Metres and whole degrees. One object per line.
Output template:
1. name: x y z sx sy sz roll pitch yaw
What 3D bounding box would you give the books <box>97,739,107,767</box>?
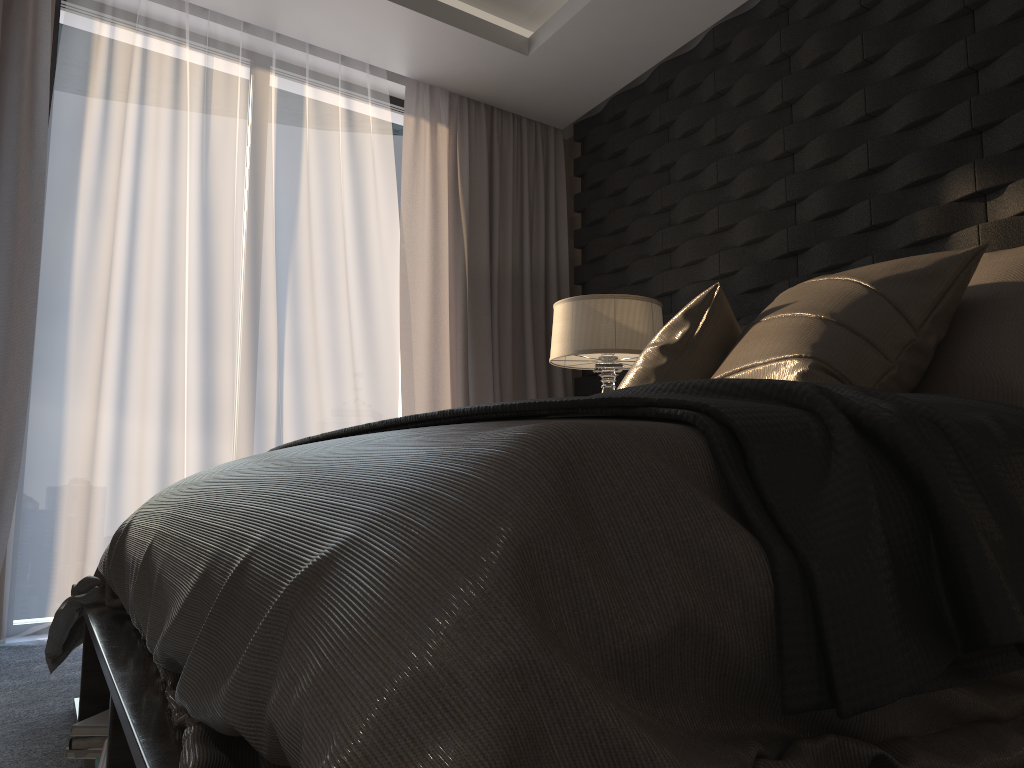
1. books: -0.546 0.585 1.373 0.182 0.023 0.239 2 -8 -22

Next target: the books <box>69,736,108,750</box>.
1. books: -0.757 0.678 1.742 0.150 0.023 0.216 1 -7 -9

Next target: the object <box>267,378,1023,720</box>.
1. object: -0.009 0.212 1.594 0.649 0.323 1.950 4 -8 -28

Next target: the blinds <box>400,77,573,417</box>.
1. blinds: -0.054 -0.288 4.353 1.055 2.644 0.322 6 -9 -39

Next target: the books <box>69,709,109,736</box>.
1. books: -0.733 0.655 1.734 0.154 0.020 0.206 -1 -7 4

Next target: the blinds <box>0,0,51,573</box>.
1. blinds: -2.048 -0.467 2.702 1.107 2.645 0.338 6 -9 -38

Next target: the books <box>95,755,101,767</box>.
1. books: -0.546 0.607 1.370 0.183 0.023 0.238 3 -8 -28

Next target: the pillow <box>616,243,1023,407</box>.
1. pillow: 0.738 -0.111 2.128 0.942 0.519 1.198 3 -8 -27

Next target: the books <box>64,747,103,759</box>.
1. books: -0.718 0.697 1.741 0.172 0.019 0.247 -2 -7 9

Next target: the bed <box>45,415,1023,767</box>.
1. bed: 0.400 0.415 1.813 2.405 0.625 2.179 4 -8 -29

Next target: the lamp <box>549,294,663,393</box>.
1. lamp: 0.379 0.002 3.458 0.465 0.631 0.466 0 -7 3
